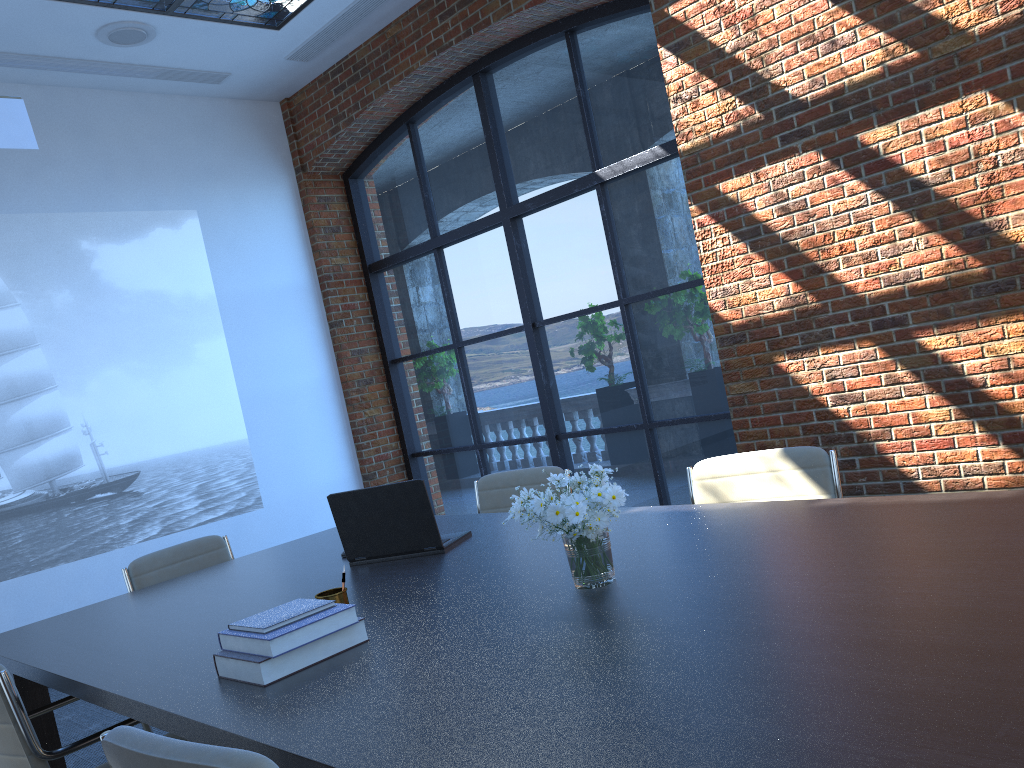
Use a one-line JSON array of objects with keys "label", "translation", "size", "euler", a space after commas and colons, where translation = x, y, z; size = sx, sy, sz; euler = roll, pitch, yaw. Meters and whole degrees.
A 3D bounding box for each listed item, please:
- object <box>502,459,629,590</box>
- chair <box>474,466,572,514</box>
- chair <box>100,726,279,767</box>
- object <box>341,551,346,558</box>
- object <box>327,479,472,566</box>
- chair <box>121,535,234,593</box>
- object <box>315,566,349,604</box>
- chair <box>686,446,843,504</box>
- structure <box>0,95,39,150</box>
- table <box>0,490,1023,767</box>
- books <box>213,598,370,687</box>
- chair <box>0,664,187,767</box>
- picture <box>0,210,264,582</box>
[{"label": "object", "translation": [0.174, 0.363, 2.262], "size": [0.327, 0.310, 0.337], "euler": [-13, 2, -33]}, {"label": "chair", "translation": [-0.042, 0.902, 4.022], "size": [0.562, 0.924, 0.703], "euler": [-10, 3, 35]}, {"label": "chair", "translation": [-0.255, 0.975, 1.680], "size": [0.562, 0.924, 0.703], "euler": [-10, 3, 40]}, {"label": "object", "translation": [-0.634, 0.660, 3.507], "size": [0.059, 0.034, 0.100], "euler": [-11, 1, 26]}, {"label": "object", "translation": [-0.410, 0.488, 3.286], "size": [0.391, 0.283, 0.321], "euler": [-11, 2, 20]}, {"label": "chair", "translation": [-1.217, 1.149, 3.941], "size": [0.709, 0.924, 0.557], "euler": [-10, 3, 35]}, {"label": "object", "translation": [-0.506, 0.589, 2.481], "size": [0.091, 0.142, 0.091], "euler": [-11, 2, 24]}, {"label": "chair", "translation": [0.808, 0.736, 2.981], "size": [0.562, 0.924, 0.703], "euler": [-10, 3, 35]}, {"label": "structure", "translation": [-2.971, -1.657, 4.795], "size": [0.465, 0.896, 0.392], "euler": [-14, 3, -44]}, {"label": "table", "translation": [0.207, 0.928, 2.327], "size": [1.801, 0.811, 4.519], "euler": [-13, 1, -44]}, {"label": "books", "translation": [-0.540, 0.614, 2.159], "size": [0.255, 0.115, 0.293], "euler": [-11, 1, 45]}, {"label": "chair", "translation": [-1.242, 1.169, 2.731], "size": [0.562, 0.924, 0.703], "euler": [-10, 3, 41]}, {"label": "picture", "translation": [-3.410, 0.087, 5.696], "size": [3.445, 2.364, 0.024], "euler": [-13, 3, -44]}]
